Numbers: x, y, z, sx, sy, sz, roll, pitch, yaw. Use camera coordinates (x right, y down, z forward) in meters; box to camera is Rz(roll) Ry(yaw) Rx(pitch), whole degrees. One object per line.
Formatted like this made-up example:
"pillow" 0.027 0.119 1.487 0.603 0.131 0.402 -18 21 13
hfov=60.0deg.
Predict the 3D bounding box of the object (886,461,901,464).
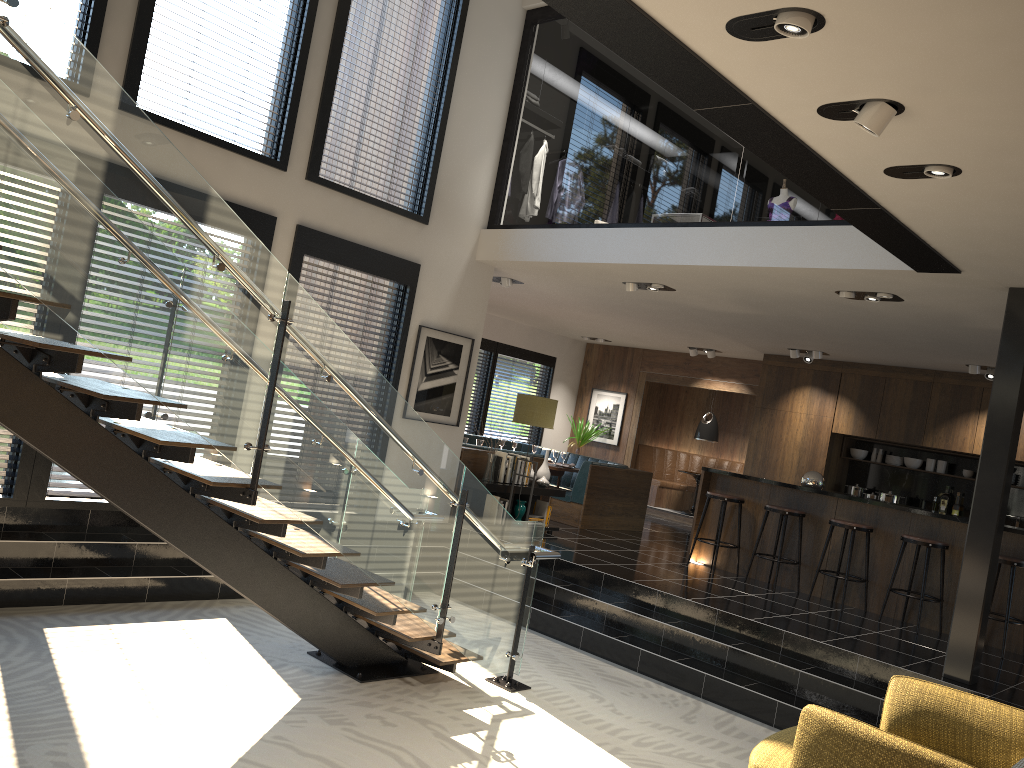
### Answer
"object" 5.046 1.051 11.715 0.220 0.033 0.220 9 -2 39

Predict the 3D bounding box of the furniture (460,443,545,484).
"furniture" -1.061 0.986 10.544 2.606 0.822 1.367 9 -2 43

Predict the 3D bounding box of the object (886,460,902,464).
"object" 5.049 1.040 11.716 0.220 0.033 0.220 9 -2 39

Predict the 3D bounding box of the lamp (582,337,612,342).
"lamp" 1.418 -0.794 14.821 0.501 0.213 0.349 9 -2 43

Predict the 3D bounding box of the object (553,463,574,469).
"object" 0.684 1.053 11.455 0.325 0.051 0.269 12 -2 -44

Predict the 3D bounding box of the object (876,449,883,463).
"object" 4.919 0.962 11.858 0.060 0.185 0.060 10 -1 11

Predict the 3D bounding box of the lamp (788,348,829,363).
"lamp" 3.830 -0.420 11.448 0.501 0.294 0.349 9 -2 43

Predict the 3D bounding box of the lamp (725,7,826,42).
"lamp" 0.897 -1.262 3.005 0.346 0.177 0.195 9 -2 43

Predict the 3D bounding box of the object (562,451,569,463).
"object" 0.686 0.990 11.726 0.098 0.191 0.098 9 -2 40

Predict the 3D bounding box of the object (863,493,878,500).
"object" 4.729 1.497 11.642 0.210 0.143 0.195 10 -2 1

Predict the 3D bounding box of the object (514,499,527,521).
"object" 0.079 1.373 9.482 0.124 0.258 0.125 9 -1 38

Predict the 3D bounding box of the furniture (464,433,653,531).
"furniture" 0.403 1.302 12.111 2.606 0.822 1.367 9 -2 43

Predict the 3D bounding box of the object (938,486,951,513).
"object" 5.512 1.520 11.335 0.133 0.451 0.116 9 -1 43

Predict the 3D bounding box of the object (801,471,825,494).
"object" 3.003 0.980 8.848 0.227 0.228 0.227 10 -1 3

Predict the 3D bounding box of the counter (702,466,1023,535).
"counter" 3.565 1.152 8.560 3.569 0.041 0.699 9 -2 43

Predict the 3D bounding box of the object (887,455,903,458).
"object" 5.061 0.972 11.717 0.220 0.033 0.220 9 -2 39

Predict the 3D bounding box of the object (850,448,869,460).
"object" 4.709 0.960 12.048 0.234 0.138 0.233 12 -2 -45

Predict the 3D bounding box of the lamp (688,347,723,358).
"lamp" 2.919 -0.531 13.419 0.501 0.280 0.349 9 -2 43

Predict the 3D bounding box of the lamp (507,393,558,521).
"lamp" 0.044 0.824 9.011 0.638 1.444 0.437 11 -1 -22

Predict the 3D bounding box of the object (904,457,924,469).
"object" 5.228 1.042 11.565 0.234 0.138 0.233 11 -2 -28

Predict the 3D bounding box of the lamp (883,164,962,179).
"lamp" 1.927 -1.049 4.148 0.346 0.158 0.195 9 -2 43

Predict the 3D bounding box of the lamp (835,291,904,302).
"lamp" 2.920 -0.770 7.225 0.501 0.194 0.349 9 -2 43

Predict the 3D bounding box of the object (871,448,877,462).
"object" 4.864 0.954 11.909 0.060 0.185 0.060 11 -1 -16

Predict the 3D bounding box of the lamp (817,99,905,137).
"lamp" 1.404 -1.116 3.575 0.346 0.247 0.195 9 -2 43

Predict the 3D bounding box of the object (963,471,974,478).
"object" 5.710 1.142 11.112 0.122 0.072 0.122 11 -2 -22

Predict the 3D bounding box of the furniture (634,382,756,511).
"furniture" 3.401 1.026 14.565 2.635 2.334 1.176 9 -2 42

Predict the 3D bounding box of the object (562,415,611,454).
"object" 1.198 1.242 14.852 0.818 1.382 0.955 10 -1 0

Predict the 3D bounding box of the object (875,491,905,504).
"object" 4.844 1.480 11.383 0.301 0.218 0.278 11 -2 -14

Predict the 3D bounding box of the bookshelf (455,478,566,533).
"bookshelf" -0.002 1.317 9.506 0.355 0.500 1.306 9 -2 43

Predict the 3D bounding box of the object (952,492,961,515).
"object" 5.627 1.566 11.233 0.077 0.395 0.077 10 -1 -5

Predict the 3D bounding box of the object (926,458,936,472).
"object" 5.379 1.045 11.397 0.109 0.161 0.109 10 -1 25

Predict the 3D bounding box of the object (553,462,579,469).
"object" 0.721 1.073 11.879 0.269 0.051 0.324 12 -2 -44

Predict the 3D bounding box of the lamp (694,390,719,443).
"lamp" 3.192 0.433 14.212 0.389 0.973 0.389 10 -1 -4

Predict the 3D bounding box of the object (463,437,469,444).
"object" -0.568 0.718 10.330 0.098 0.191 0.098 9 -2 40

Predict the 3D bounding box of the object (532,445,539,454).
"object" 0.301 0.932 12.091 0.098 0.191 0.098 9 -2 40

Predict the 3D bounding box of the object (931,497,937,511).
"object" 5.422 1.589 11.398 0.058 0.287 0.057 11 -1 -34

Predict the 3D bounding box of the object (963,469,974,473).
"object" 5.715 1.118 11.112 0.122 0.072 0.122 11 -2 -22

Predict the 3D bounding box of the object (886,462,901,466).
"object" 5.044 1.064 11.715 0.220 0.033 0.220 9 -2 39

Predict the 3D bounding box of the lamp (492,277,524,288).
"lamp" -0.115 -1.206 10.043 0.501 0.248 0.349 9 -2 43

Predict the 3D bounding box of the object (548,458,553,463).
"object" 0.423 1.028 12.144 0.269 0.051 0.324 12 -2 -44

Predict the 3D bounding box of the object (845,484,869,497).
"object" 4.610 1.444 11.883 0.255 0.218 0.236 10 -1 1

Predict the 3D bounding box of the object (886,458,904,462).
"object" 5.053 1.017 11.716 0.220 0.033 0.220 9 -2 39

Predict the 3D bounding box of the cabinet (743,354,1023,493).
"cabinet" 6.111 1.339 10.491 6.885 2.689 0.870 9 -2 43

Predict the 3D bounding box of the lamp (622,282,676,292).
"lamp" 1.347 -0.991 8.684 0.501 0.231 0.349 9 -2 43

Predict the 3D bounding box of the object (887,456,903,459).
"object" 5.059 0.984 11.717 0.220 0.033 0.220 9 -2 39

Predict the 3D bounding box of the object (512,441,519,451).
"object" 0.030 0.890 12.337 0.098 0.191 0.098 9 -2 40

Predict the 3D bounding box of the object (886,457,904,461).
"object" 5.055 1.006 11.716 0.220 0.033 0.220 9 -2 39

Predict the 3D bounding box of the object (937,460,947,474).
"object" 5.476 1.060 11.306 0.109 0.161 0.109 11 -2 -35

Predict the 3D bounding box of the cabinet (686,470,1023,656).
"cabinet" 3.474 1.662 8.550 3.560 0.994 0.699 9 -2 43

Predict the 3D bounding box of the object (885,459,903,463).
"object" 5.051 1.029 11.716 0.220 0.033 0.220 9 -2 39

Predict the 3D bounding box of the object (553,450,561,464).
"object" 0.569 0.964 11.555 0.098 0.191 0.098 9 -2 40

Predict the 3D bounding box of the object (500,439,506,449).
"object" -0.143 0.853 12.158 0.098 0.191 0.098 9 -2 40

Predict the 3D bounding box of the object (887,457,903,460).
"object" 5.056 0.997 11.716 0.220 0.033 0.220 9 -2 39

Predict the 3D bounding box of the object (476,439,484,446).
"object" -0.394 0.755 10.509 0.098 0.191 0.098 9 -2 40

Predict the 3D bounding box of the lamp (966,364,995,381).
"lamp" 5.400 -0.188 9.989 0.501 0.280 0.349 9 -2 43
